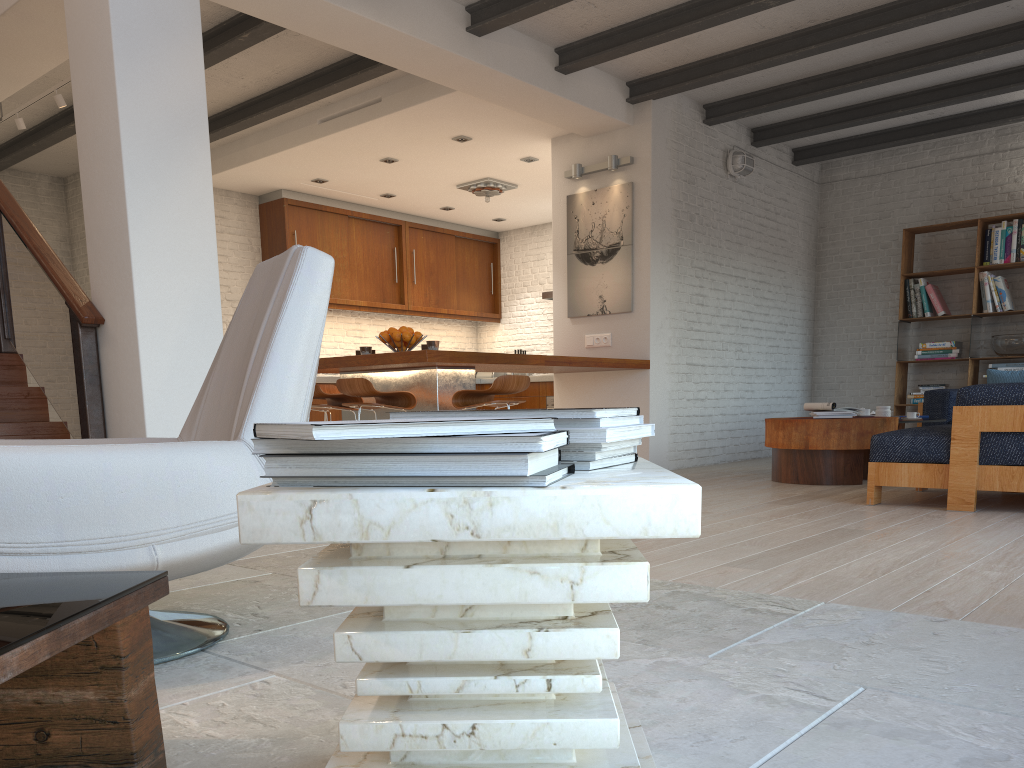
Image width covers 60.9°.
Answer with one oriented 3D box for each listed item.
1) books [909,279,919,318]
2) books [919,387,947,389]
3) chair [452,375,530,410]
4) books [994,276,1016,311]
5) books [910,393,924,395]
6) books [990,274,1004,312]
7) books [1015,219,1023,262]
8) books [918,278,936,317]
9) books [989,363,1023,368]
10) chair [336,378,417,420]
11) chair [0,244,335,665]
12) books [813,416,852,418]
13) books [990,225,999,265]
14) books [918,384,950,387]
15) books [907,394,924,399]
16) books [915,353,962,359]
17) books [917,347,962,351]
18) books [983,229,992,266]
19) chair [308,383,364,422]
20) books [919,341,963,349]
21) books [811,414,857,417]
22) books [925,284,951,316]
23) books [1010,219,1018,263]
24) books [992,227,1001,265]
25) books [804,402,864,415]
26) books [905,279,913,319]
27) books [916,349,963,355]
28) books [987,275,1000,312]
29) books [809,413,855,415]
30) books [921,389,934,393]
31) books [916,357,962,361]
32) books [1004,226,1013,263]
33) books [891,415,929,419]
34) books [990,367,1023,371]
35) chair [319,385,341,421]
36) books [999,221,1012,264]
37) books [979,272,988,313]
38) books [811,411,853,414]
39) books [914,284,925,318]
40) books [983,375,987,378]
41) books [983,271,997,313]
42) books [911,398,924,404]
[{"bbox_3d":[3.990,-0.833,8.602,0.090,0.391,0.241,6,10,41],"label":"books"},{"bbox_3d":[4.166,0.040,8.620,0.236,0.019,0.169,-2,-1,34],"label":"books"},{"bbox_3d":[-0.098,0.339,5.734,0.419,0.789,0.399,5,9,41],"label":"chair"},{"bbox_3d":[4.575,-0.827,8.087,0.157,0.335,0.251,5,8,41],"label":"books"},{"bbox_3d":[4.153,0.092,8.601,0.379,0.018,0.242,-2,-2,34],"label":"books"},{"bbox_3d":[4.548,-0.834,8.128,0.123,0.355,0.268,6,9,41],"label":"books"},{"bbox_3d":[4.650,-1.290,7.949,0.036,0.390,0.241,7,10,41],"label":"books"},{"bbox_3d":[4.063,-0.834,8.523,0.120,0.388,0.241,6,9,41],"label":"books"},{"bbox_3d":[4.680,-0.173,8.119,0.378,0.037,0.242,-2,-1,41],"label":"books"},{"bbox_3d":[-0.910,0.354,5.727,0.402,0.789,0.416,5,9,41],"label":"chair"},{"bbox_3d":[-0.946,0.162,2.223,0.966,1.034,1.016,-4,5,-32],"label":"chair"},{"bbox_3d":[2.250,0.230,6.114,0.252,0.011,0.314,-2,-1,20],"label":"books"},{"bbox_3d":[4.492,-1.270,8.099,0.020,0.366,0.268,7,9,41],"label":"books"},{"bbox_3d":[4.159,0.013,8.595,0.251,0.017,0.161,-2,-2,41],"label":"books"},{"bbox_3d":[4.148,0.121,8.623,0.378,0.037,0.242,-2,-1,41],"label":"books"},{"bbox_3d":[4.167,-0.270,8.523,0.378,0.037,0.242,-2,-1,36],"label":"books"},{"bbox_3d":[4.181,-0.336,8.517,0.354,0.021,0.269,-2,-2,39],"label":"books"},{"bbox_3d":[4.464,-1.255,8.127,0.055,0.336,0.251,7,9,41],"label":"books"},{"bbox_3d":[-1.317,0.370,6.076,0.402,0.789,0.416,5,9,41],"label":"chair"},{"bbox_3d":[4.185,-0.375,8.504,0.325,0.056,0.252,-2,-1,43],"label":"books"},{"bbox_3d":[2.258,0.219,6.126,0.252,0.011,0.314,-1,-1,10],"label":"books"},{"bbox_3d":[4.148,-0.806,8.486,0.193,0.324,0.251,4,7,41],"label":"books"},{"bbox_3d":[4.615,-1.289,7.966,0.036,0.390,0.241,7,10,41],"label":"books"},{"bbox_3d":[4.511,-1.257,8.063,0.055,0.336,0.251,7,9,41],"label":"books"},{"bbox_3d":[2.278,0.185,6.172,0.272,0.111,0.318,-1,0,-16],"label":"books"},{"bbox_3d":[3.956,-0.832,8.620,0.090,0.391,0.241,6,10,41],"label":"books"},{"bbox_3d":[4.170,-0.307,8.505,0.379,0.037,0.242,-2,-1,35],"label":"books"},{"bbox_3d":[4.525,-0.834,8.135,0.123,0.355,0.268,6,9,41],"label":"books"},{"bbox_3d":[2.242,0.208,6.115,0.252,0.011,0.314,-1,-1,10],"label":"books"},{"bbox_3d":[4.167,0.066,8.615,0.205,0.034,0.131,-2,-1,41],"label":"books"},{"bbox_3d":[4.179,-0.241,8.527,0.354,0.021,0.269,-2,-2,41],"label":"books"},{"bbox_3d":[4.594,-1.260,8.016,0.055,0.336,0.251,7,9,41],"label":"books"},{"bbox_3d":[3.145,0.263,6.901,0.231,0.023,0.160,-1,-1,-1],"label":"books"},{"bbox_3d":[4.687,-0.121,8.127,0.378,0.065,0.242,-2,-1,35],"label":"books"},{"bbox_3d":[-1.386,0.389,6.839,0.419,0.789,0.399,5,9,41],"label":"chair"},{"bbox_3d":[4.548,-1.286,8.031,0.036,0.390,0.241,7,10,41],"label":"books"},{"bbox_3d":[4.465,-0.849,8.201,0.100,0.391,0.241,6,9,41],"label":"books"},{"bbox_3d":[2.235,0.197,6.107,0.252,0.011,0.314,-1,-1,15],"label":"books"},{"bbox_3d":[4.042,-0.809,8.587,0.101,0.340,0.251,6,9,41],"label":"books"},{"bbox_3d":[4.669,-0.078,8.126,0.443,0.021,0.269,-2,-2,41],"label":"books"},{"bbox_3d":[4.478,-0.849,8.160,0.102,0.390,0.241,6,9,41],"label":"books"},{"bbox_3d":[4.159,0.167,8.611,0.253,0.056,0.324,0,-1,-39],"label":"books"}]
